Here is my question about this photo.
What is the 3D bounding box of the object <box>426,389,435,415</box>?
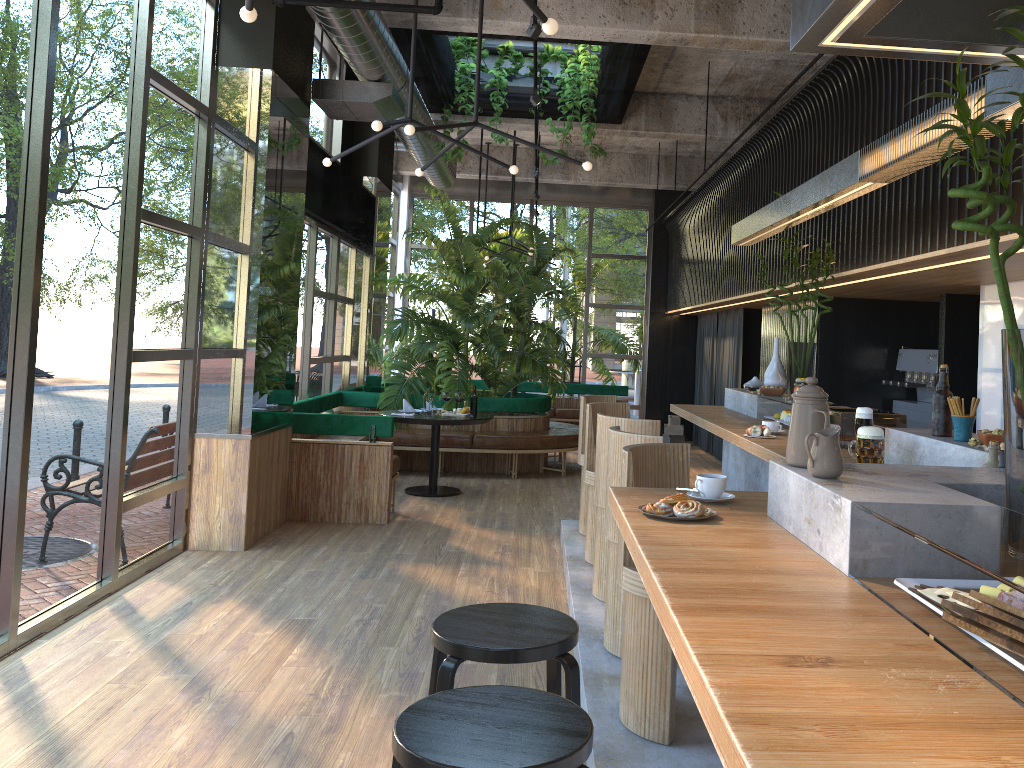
[{"bbox_3d":[-0.784,0.169,8.505,0.095,0.245,0.090,3,-1,-18],"label":"object"}]

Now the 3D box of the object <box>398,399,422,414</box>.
[{"bbox_3d":[-0.981,0.215,8.591,0.239,0.139,0.226,2,2,-17],"label":"object"}]

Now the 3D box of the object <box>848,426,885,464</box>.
[{"bbox_3d":[1.395,0.250,3.474,0.112,0.172,0.135,3,0,-7],"label":"object"}]

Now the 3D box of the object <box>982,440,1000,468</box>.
[{"bbox_3d":[1.437,0.273,2.653,0.073,0.210,0.067,4,-2,-34],"label":"object"}]

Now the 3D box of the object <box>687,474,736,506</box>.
[{"bbox_3d":[0.486,0.307,2.500,0.175,0.073,0.433,4,3,35],"label":"object"}]

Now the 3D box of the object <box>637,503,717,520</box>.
[{"bbox_3d":[0.439,0.342,2.361,0.197,0.013,0.215,4,3,35],"label":"object"}]

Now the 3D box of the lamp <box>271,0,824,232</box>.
[{"bbox_3d":[0.327,-2.614,8.881,3.810,1.531,9.983,2,3,-2],"label":"lamp"}]

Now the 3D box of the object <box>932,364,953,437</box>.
[{"bbox_3d":[1.654,0.062,3.408,0.072,0.277,0.078,1,-2,35],"label":"object"}]

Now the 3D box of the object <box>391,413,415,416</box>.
[{"bbox_3d":[-1.002,0.282,8.332,0.256,0.019,0.157,2,3,-2],"label":"object"}]

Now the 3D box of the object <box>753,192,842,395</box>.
[{"bbox_3d":[1.994,-0.545,6.161,0.644,1.551,0.610,2,-2,38],"label":"object"}]

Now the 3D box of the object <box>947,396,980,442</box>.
[{"bbox_3d":[1.643,0.127,3.238,0.103,0.162,0.107,2,-1,34],"label":"object"}]

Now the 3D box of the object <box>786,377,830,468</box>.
[{"bbox_3d":[0.776,0.098,2.333,0.123,0.234,0.206,3,0,-32],"label":"object"}]

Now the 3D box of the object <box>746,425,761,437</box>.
[{"bbox_3d":[1.254,0.242,4.610,0.061,0.059,0.073,2,1,-10],"label":"object"}]

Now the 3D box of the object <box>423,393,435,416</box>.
[{"bbox_3d":[-0.782,0.196,8.337,0.101,0.209,0.110,2,-1,34],"label":"object"}]

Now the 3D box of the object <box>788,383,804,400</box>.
[{"bbox_3d":[1.776,0.046,5.539,0.161,0.107,0.086,1,1,-45],"label":"object"}]

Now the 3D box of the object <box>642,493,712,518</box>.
[{"bbox_3d":[0.444,0.323,2.355,0.156,0.052,0.160,5,3,44],"label":"object"}]

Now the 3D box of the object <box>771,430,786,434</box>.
[{"bbox_3d":[1.403,0.260,4.819,0.162,0.020,0.159,2,3,-4],"label":"object"}]

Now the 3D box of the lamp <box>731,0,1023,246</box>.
[{"bbox_3d":[2.983,-1.941,3.790,5.032,2.132,6.675,2,2,-6],"label":"lamp"}]

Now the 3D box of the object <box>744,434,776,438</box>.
[{"bbox_3d":[1.290,0.272,4.622,0.164,0.005,0.170,3,3,11],"label":"object"}]

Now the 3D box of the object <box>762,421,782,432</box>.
[{"bbox_3d":[1.425,0.233,4.819,0.136,0.064,0.108,2,2,-22],"label":"object"}]

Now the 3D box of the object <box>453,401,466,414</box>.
[{"bbox_3d":[-0.499,0.223,8.497,0.143,0.124,0.097,2,0,-20],"label":"object"}]

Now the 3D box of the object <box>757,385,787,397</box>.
[{"bbox_3d":[1.725,0.043,5.904,0.189,0.073,0.231,3,2,19],"label":"object"}]

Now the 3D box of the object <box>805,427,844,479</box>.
[{"bbox_3d":[0.747,0.163,2.130,0.099,0.119,0.088,3,0,8],"label":"object"}]

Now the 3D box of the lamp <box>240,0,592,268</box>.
[{"bbox_3d":[1.204,-2.208,4.654,5.106,1.823,18.846,3,3,1],"label":"lamp"}]

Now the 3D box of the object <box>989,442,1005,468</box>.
[{"bbox_3d":[1.426,0.274,2.581,0.068,0.215,0.169,2,0,25],"label":"object"}]

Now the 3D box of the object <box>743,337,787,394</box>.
[{"bbox_3d":[1.807,-0.126,6.154,0.331,0.398,0.305,3,0,-42],"label":"object"}]

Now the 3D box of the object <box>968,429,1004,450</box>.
[{"bbox_3d":[1.642,0.183,2.982,0.189,0.073,0.231,3,2,19],"label":"object"}]

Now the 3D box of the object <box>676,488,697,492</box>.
[{"bbox_3d":[0.539,0.322,2.701,0.030,0.027,0.131,2,2,-22],"label":"object"}]

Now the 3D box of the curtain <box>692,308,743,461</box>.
[{"bbox_3d":[2.873,-0.030,12.558,0.122,2.059,3.264,3,1,1],"label":"curtain"}]

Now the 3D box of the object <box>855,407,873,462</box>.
[{"bbox_3d":[1.464,0.212,3.697,0.072,0.232,0.077,2,-2,32],"label":"object"}]

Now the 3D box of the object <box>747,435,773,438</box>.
[{"bbox_3d":[1.289,0.270,4.618,0.117,0.005,0.125,5,4,38],"label":"object"}]

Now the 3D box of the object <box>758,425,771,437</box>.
[{"bbox_3d":[1.307,0.243,4.628,0.073,0.060,0.126,2,2,-31],"label":"object"}]

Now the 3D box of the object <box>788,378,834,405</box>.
[{"bbox_3d":[1.734,0.043,5.283,0.209,0.134,0.808,3,3,8],"label":"object"}]

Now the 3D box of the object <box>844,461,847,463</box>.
[{"bbox_3d":[1.266,0.307,3.510,0.093,0.041,0.147,4,3,33],"label":"object"}]
